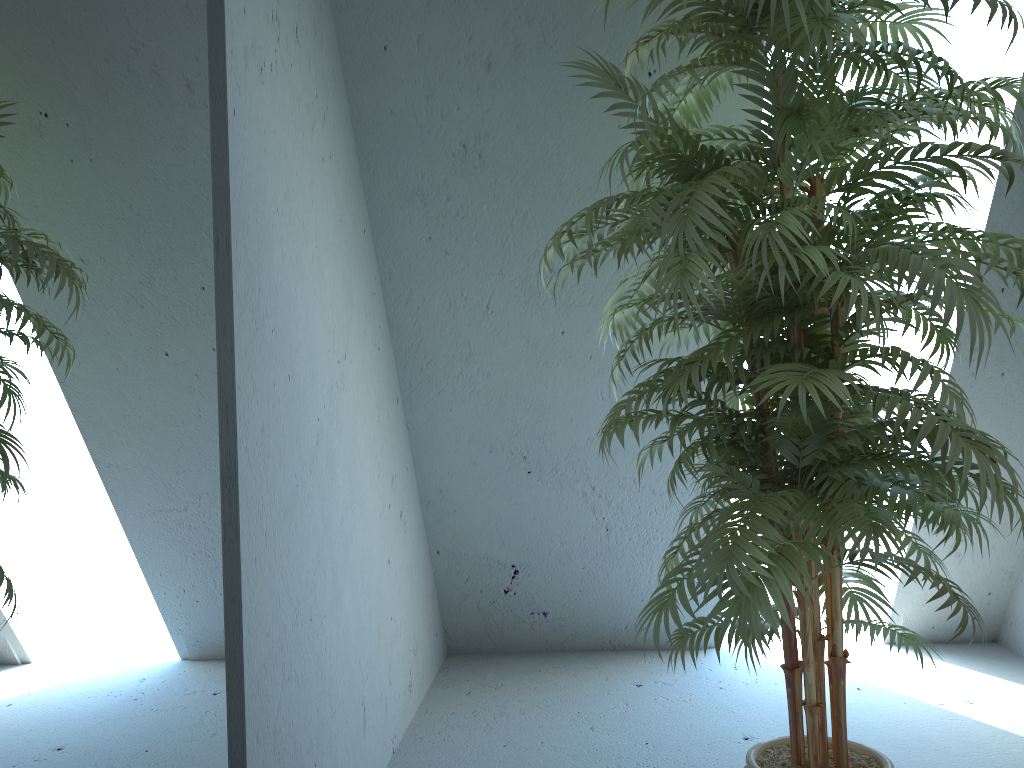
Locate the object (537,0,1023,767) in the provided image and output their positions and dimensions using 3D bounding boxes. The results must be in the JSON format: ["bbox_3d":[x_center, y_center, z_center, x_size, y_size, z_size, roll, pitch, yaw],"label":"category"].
[{"bbox_3d":[0.592,0.004,1.838,0.980,2.034,1.020,-1,-3,-37],"label":"object"}]
